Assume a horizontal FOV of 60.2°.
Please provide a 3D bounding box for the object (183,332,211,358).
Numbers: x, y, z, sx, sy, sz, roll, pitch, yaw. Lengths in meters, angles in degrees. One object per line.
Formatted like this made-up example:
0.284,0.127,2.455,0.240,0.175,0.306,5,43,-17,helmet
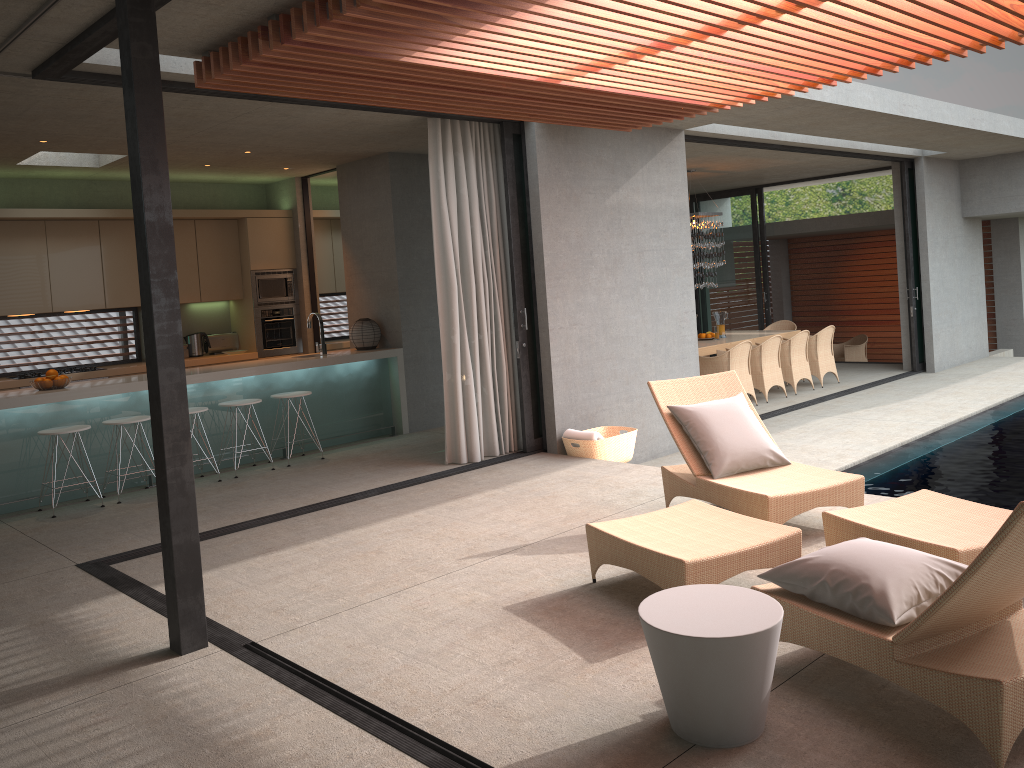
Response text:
-3.676,-0.462,10.317,0.279,0.284,0.177,-7,4,-38,object

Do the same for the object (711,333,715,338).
2.913,-0.699,12.831,0.087,0.087,0.087,-1,5,37,object

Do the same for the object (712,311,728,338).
3.083,-0.876,13.059,0.192,0.385,0.194,-3,3,29,object

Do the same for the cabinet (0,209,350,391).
-3.534,-0.600,9.336,7.512,2.557,1.964,-10,6,-43,cabinet

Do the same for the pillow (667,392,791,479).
1.352,0.315,5.525,0.610,0.426,0.427,-6,5,-25,pillow

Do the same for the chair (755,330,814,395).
3.821,-0.319,12.296,0.620,0.860,0.629,-7,5,-43,chair

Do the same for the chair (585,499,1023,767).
1.204,0.619,3.589,0.703,0.824,2.298,-6,6,-28,chair

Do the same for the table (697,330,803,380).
2.808,-0.257,12.832,3.275,0.754,1.279,-10,8,-43,table

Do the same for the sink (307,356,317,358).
-2.042,-0.198,9.075,0.376,0.134,0.374,-10,8,-43,sink

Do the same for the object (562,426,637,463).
0.783,0.581,7.775,0.683,0.299,0.446,-10,7,-43,object

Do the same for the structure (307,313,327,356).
-2.003,-0.503,8.971,0.097,0.440,0.258,-6,4,-43,structure

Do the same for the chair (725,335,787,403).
3.284,-0.222,11.790,0.620,0.860,0.629,-7,5,-43,chair

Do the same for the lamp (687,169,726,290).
2.673,-2.253,12.949,0.622,1.750,0.617,-6,3,-43,lamp

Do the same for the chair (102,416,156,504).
-3.091,0.595,7.157,0.384,0.622,0.381,-7,4,-43,chair

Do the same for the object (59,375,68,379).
-3.729,-0.030,7.337,0.094,0.094,0.095,-1,5,36,object

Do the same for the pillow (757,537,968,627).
1.338,0.702,3.278,0.598,0.193,0.594,-8,7,-32,pillow

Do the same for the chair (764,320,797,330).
4.270,-0.580,14.278,0.633,0.860,0.617,-7,5,-43,chair

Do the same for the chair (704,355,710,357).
2.840,-0.490,14.383,0.620,0.860,0.629,-7,5,-43,chair

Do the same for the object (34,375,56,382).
-3.824,-0.012,7.231,0.173,0.100,0.097,-4,4,2,object

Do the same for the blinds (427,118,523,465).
-0.305,-0.826,7.698,0.229,2.925,0.889,-2,3,43,blinds

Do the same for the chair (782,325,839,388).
4.357,-0.416,12.802,0.620,0.860,0.629,-7,5,-43,chair

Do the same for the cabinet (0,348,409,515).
-2.879,0.326,8.159,4.144,0.896,0.800,-10,7,-43,cabinet

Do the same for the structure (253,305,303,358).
-2.924,-0.643,10.696,0.599,0.578,0.497,-8,6,-43,structure

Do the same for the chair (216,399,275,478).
-2.384,0.468,7.827,0.384,0.622,0.381,-7,4,-43,chair

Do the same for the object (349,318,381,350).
-1.566,-0.534,9.434,0.339,0.333,0.342,-1,5,38,object

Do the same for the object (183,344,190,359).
-3.941,-0.356,10.114,0.402,0.159,0.240,-10,8,-43,object

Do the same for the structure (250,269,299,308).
-2.973,-1.149,10.694,0.599,0.436,0.459,-9,6,-43,structure

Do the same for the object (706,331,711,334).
2.854,-0.736,12.827,0.071,0.048,0.071,-3,5,8,object

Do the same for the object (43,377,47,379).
-3.874,-0.013,7.323,0.086,0.087,0.087,-4,4,7,object

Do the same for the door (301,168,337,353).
-3.235,0.444,4.840,5.765,4.456,15.429,-2,6,19,door

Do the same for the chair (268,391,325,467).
-2.018,0.401,8.174,0.384,0.622,0.381,-7,4,-43,chair

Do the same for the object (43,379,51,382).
-3.783,-0.003,7.196,0.081,0.081,0.081,-5,4,-14,object

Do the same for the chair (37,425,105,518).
-3.434,0.657,6.833,0.384,0.622,0.381,-7,4,-43,chair

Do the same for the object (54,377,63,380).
-3.716,-0.017,7.246,0.087,0.087,0.087,-1,5,37,object

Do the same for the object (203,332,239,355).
-3.478,-0.486,10.568,0.392,0.247,0.150,-9,6,-43,object

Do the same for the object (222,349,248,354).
-3.246,-0.372,10.370,0.309,0.034,0.312,-2,7,15,object

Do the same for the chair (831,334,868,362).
6.684,-0.530,17.437,0.631,0.860,0.619,-5,4,-13,chair

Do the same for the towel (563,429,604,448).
0.674,0.544,7.667,0.311,0.311,0.369,-8,6,-42,towel

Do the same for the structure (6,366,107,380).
-4.678,-0.100,9.091,0.843,0.091,0.463,-10,9,-43,structure

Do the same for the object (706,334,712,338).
2.846,-0.685,12.781,0.081,0.081,0.081,-5,4,-14,object

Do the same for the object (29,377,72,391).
-3.797,0.000,7.284,0.317,0.082,0.315,-10,9,-43,object

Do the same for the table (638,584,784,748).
0.674,0.947,2.962,0.474,0.392,0.478,-2,5,28,table

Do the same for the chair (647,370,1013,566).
1.678,0.441,4.831,0.702,0.824,2.300,-6,6,-24,chair

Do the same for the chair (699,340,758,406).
2.748,-0.126,11.284,0.620,0.860,0.629,-7,5,-43,chair

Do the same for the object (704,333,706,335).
2.823,-0.703,12.957,0.081,0.081,0.081,0,6,41,object

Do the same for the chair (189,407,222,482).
-2.743,0.533,7.485,0.384,0.622,0.381,-7,4,-43,chair

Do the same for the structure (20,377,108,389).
-4.486,0.227,8.919,0.833,0.499,0.079,-9,5,-43,structure

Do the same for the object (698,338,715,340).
2.839,-0.661,12.872,0.309,0.034,0.312,-2,7,15,object

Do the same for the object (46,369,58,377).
-3.809,-0.075,7.316,0.095,0.094,0.094,-6,5,-23,object

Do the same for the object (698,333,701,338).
2.756,-0.695,12.908,0.086,0.087,0.087,-4,4,7,object

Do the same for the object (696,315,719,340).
2.672,-0.809,12.734,0.542,0.385,0.325,-7,5,-27,object

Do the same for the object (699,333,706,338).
2.766,-0.688,12.818,0.094,0.094,0.095,-1,5,37,object
